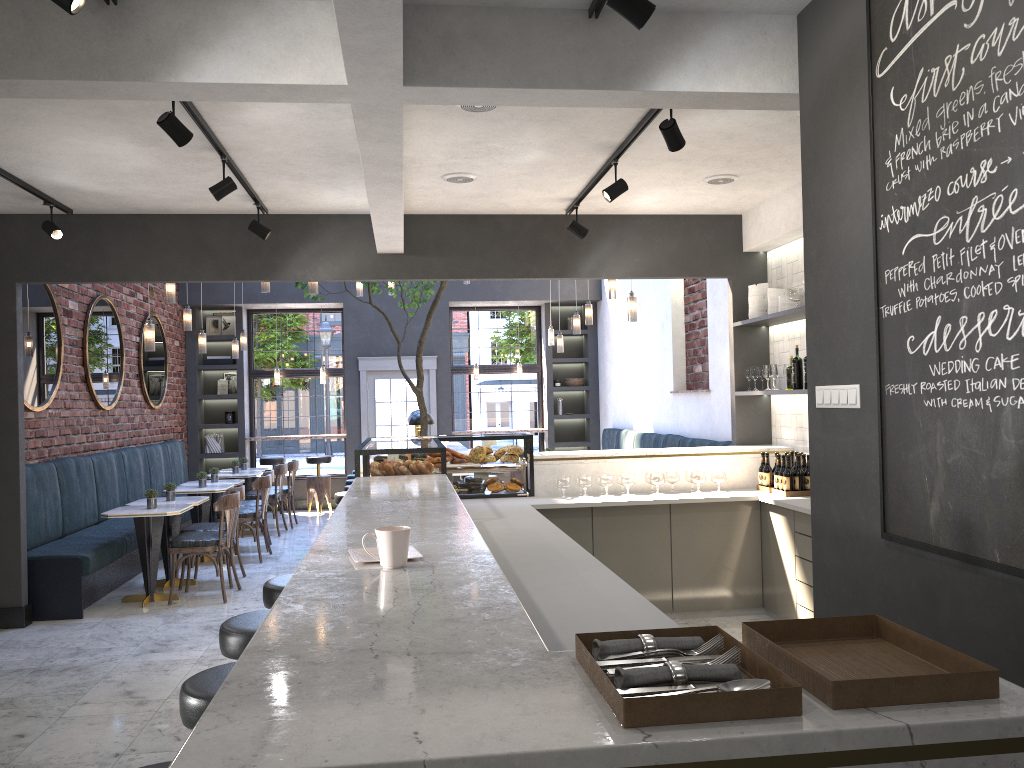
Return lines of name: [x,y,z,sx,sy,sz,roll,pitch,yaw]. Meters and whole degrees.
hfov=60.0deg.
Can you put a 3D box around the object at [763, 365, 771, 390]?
object: [1.917,-0.048,6.651,0.070,0.188,0.070,-1,-1,-16]

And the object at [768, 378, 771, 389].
object: [1.997,-0.045,6.899,0.070,0.188,0.070,-1,-1,-16]

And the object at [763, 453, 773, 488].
object: [1.856,0.638,6.436,0.070,0.279,0.069,-1,-1,-30]

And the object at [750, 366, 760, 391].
object: [1.888,-0.042,6.885,0.070,0.188,0.070,-1,-1,-16]

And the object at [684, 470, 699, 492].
object: [1.323,0.711,6.503,0.114,0.147,0.114,-1,-1,-2]

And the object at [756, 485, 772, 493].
object: [1.970,0.757,6.448,0.307,0.038,0.231,-1,-1,-7]

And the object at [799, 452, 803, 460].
object: [2.089,0.631,6.389,0.069,0.279,0.070,-2,-1,15]

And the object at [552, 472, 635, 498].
object: [0.588,0.727,6.376,0.575,0.147,0.256,-1,-1,-7]

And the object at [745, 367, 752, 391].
object: [1.874,-0.040,7.003,0.070,0.188,0.070,-1,-1,-16]

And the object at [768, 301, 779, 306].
object: [2.006,-0.592,6.675,0.153,0.062,0.153,-2,-1,22]

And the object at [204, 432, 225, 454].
object: [-4.316,0.845,12.859,0.250,0.323,0.241,-1,-1,-7]

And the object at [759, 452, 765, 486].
object: [1.847,0.640,6.510,0.069,0.279,0.070,-2,-1,45]

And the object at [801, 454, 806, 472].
object: [2.038,0.629,6.180,0.070,0.279,0.069,-1,-1,0]

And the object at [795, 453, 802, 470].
object: [2.029,0.630,6.253,0.070,0.279,0.069,-1,-1,-30]

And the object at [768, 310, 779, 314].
object: [2.004,-0.526,6.677,0.153,0.055,0.153,0,-1,-45]

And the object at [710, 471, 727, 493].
object: [1.488,0.705,6.391,0.114,0.147,0.114,-1,-1,-2]

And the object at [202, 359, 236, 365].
object: [-4.249,-0.315,12.875,0.412,0.084,0.286,-1,-1,-7]

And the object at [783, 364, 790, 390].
object: [2.040,-0.052,6.547,0.070,0.188,0.070,-1,-1,7]

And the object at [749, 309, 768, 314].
object: [1.917,-0.556,6.885,0.153,0.074,0.154,-1,-1,-4]

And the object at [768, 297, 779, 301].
object: [2.003,-0.624,6.674,0.154,0.075,0.153,-1,-1,-40]

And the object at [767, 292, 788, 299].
object: [2.001,-0.653,6.673,0.153,0.060,0.153,-1,-1,-25]

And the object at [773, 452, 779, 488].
object: [1.930,0.636,6.446,0.069,0.279,0.070,-2,-1,45]

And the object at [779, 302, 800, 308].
object: [2.029,-0.566,6.483,0.153,0.074,0.154,-1,-1,-4]

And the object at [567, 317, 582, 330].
object: [0.956,-0.919,13.563,0.214,0.215,0.213,-1,-1,3]

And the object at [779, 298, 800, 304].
object: [2.029,-0.596,6.482,0.153,0.062,0.153,-2,-1,22]

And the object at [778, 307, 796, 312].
object: [2.028,-0.530,6.484,0.153,0.055,0.153,0,-1,-45]

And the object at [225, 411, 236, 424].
object: [-4.091,0.486,12.876,0.152,0.181,0.152,-2,-1,31]

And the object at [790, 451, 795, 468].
object: [2.069,0.634,6.537,0.070,0.279,0.069,-2,-1,25]

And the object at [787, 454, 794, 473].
object: [1.955,0.632,6.245,0.070,0.279,0.069,-1,-1,-5]

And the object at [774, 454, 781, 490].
object: [1.880,0.634,6.236,0.069,0.279,0.070,-2,-1,45]

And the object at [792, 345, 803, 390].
object: [2.024,-0.118,6.287,0.072,0.319,0.072,-1,-1,-23]

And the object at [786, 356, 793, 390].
object: [2.064,-0.114,5.862,0.082,0.294,1.100,-1,-1,-6]

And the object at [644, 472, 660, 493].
object: [1.023,0.718,6.467,0.114,0.147,0.114,-1,-1,-2]

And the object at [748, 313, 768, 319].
object: [1.916,-0.520,6.887,0.153,0.055,0.153,0,-1,-45]

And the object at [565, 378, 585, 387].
object: [0.959,-0.023,13.538,0.305,0.123,0.305,-2,-1,14]

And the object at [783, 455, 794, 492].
object: [1.899,0.630,6.087,0.070,0.279,0.069,-1,-1,-20]

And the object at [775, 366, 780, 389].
object: [2.011,-0.047,6.782,0.070,0.188,0.070,-1,-1,-16]

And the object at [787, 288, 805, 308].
object: [1.970,-0.584,6.147,0.114,0.147,0.114,-1,-1,-2]

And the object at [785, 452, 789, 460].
object: [2.005,0.635,6.454,0.070,0.279,0.069,-1,-1,0]

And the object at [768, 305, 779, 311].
object: [2.006,-0.562,6.675,0.153,0.074,0.154,-1,-1,-4]

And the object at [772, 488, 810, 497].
object: [2.003,0.751,6.174,0.307,0.038,0.231,-1,-1,-7]

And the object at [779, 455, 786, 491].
object: [1.889,0.632,6.162,0.070,0.279,0.069,-1,-1,-30]

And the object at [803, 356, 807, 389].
object: [2.046,-0.122,6.107,0.072,0.319,0.072,-1,-1,-23]

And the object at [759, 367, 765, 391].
object: [1.983,-0.042,7.016,0.070,0.188,0.070,-1,-1,-16]

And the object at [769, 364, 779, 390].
object: [1.931,-0.050,6.534,0.070,0.188,0.070,-1,-1,7]

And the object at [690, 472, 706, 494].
object: [1.338,0.708,6.373,0.114,0.147,0.114,-1,-1,-2]

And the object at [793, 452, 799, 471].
object: [2.079,0.633,6.463,0.070,0.279,0.069,-1,-1,-30]

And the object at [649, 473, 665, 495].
object: [1.039,0.715,6.336,0.114,0.147,0.114,-1,-1,-2]

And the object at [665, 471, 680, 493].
object: [1.173,0.715,6.485,0.114,0.147,0.114,-1,-1,-2]

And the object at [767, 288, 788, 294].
object: [2.001,-0.689,6.671,0.154,0.076,0.153,-2,-1,14]

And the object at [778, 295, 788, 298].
object: [2.026,-0.628,6.481,0.154,0.075,0.153,-1,-1,-40]

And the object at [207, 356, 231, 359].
object: [-4.256,-0.376,12.886,0.327,0.039,0.227,-1,-1,-17]
